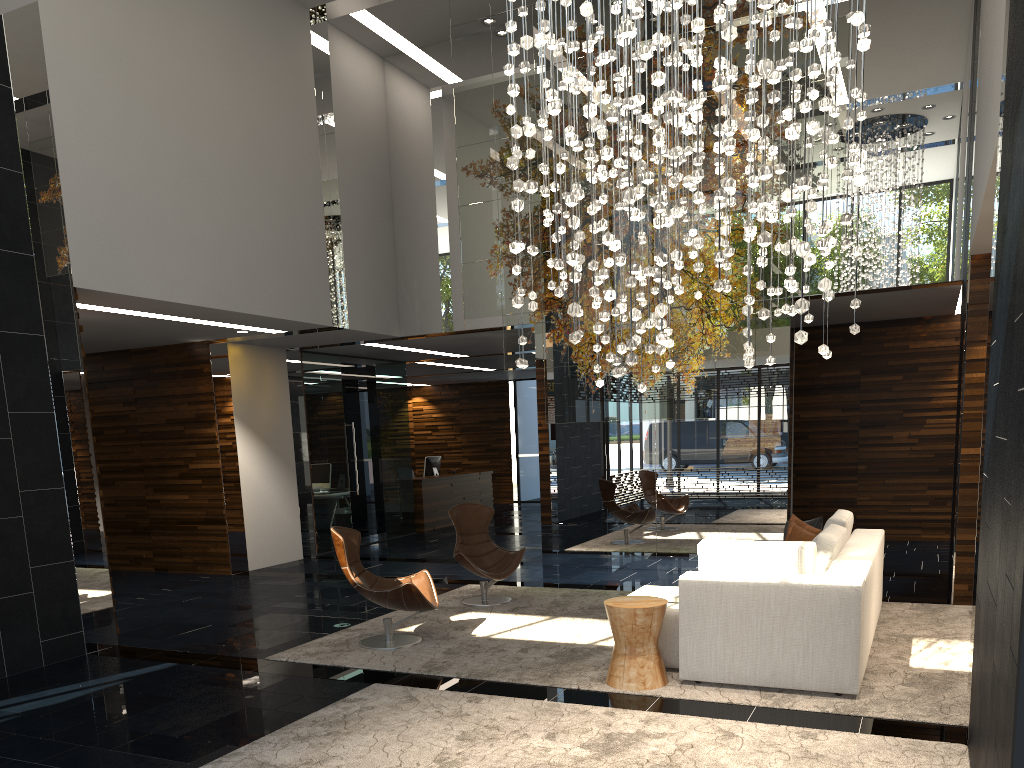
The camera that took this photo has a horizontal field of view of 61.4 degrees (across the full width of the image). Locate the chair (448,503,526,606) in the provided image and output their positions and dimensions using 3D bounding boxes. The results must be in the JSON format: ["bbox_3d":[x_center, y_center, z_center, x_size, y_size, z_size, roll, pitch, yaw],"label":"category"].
[{"bbox_3d":[-0.307,1.604,8.127,0.666,0.952,0.780,-6,6,-37],"label":"chair"}]

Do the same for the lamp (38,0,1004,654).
[{"bbox_3d":[-0.357,-46.520,1.757,394.855,116.672,397.380,0,-3,-39],"label":"lamp"}]

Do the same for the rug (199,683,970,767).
[{"bbox_3d":[0.151,1.805,3.848,3.420,0.006,2.297,-4,-4,25],"label":"rug"}]

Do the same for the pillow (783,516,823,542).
[{"bbox_3d":[2.376,1.276,7.093,0.254,0.423,0.546,-4,2,-17],"label":"pillow"}]

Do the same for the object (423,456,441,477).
[{"bbox_3d":[-1.453,1.589,15.992,0.188,0.503,0.474,3,6,31],"label":"object"}]

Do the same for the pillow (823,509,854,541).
[{"bbox_3d":[2.490,1.224,6.680,0.247,0.461,0.706,1,2,26],"label":"pillow"}]

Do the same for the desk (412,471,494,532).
[{"bbox_3d":[-1.324,2.138,15.993,0.879,0.907,2.628,-1,-1,26],"label":"desk"}]

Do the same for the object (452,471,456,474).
[{"bbox_3d":[-1.088,1.659,16.145,0.076,0.061,0.076,-4,2,-40],"label":"object"}]

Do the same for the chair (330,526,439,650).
[{"bbox_3d":[-0.961,1.540,6.595,0.787,0.953,0.659,-3,6,-7],"label":"chair"}]

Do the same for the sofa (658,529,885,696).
[{"bbox_3d":[1.975,1.525,6.326,1.292,0.696,2.802,-2,-2,26],"label":"sofa"}]

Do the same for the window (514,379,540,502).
[{"bbox_3d":[1.904,1.227,19.255,3.959,2.912,0.058,-2,9,25],"label":"window"}]

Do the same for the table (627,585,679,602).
[{"bbox_3d":[1.050,1.654,5.933,0.400,0.477,0.391,0,5,25],"label":"table"}]

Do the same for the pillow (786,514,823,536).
[{"bbox_3d":[2.304,1.264,6.890,0.243,0.439,0.540,-3,2,-9],"label":"pillow"}]

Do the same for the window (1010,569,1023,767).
[{"bbox_3d":[-2.330,-1.246,1.560,6.146,6.177,2.284,-1,8,25],"label":"window"}]

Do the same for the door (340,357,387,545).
[{"bbox_3d":[-2.200,1.025,13.034,0.101,2.917,0.848,3,10,26],"label":"door"}]

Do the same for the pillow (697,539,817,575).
[{"bbox_3d":[1.504,1.185,5.309,0.712,0.470,0.212,-2,7,26],"label":"pillow"}]

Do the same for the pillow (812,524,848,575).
[{"bbox_3d":[2.103,1.200,5.885,0.290,0.445,0.706,1,2,27],"label":"pillow"}]

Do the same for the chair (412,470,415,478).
[{"bbox_3d":[-1.770,2.092,16.223,0.679,1.085,0.666,2,7,32],"label":"chair"}]

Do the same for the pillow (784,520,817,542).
[{"bbox_3d":[2.198,1.282,6.701,0.268,0.421,0.510,-3,2,-4],"label":"pillow"}]

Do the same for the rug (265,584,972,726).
[{"bbox_3d":[1.512,1.909,6.546,5.907,0.006,3.159,-4,-4,25],"label":"rug"}]

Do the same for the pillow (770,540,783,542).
[{"bbox_3d":[2.507,1.410,7.355,0.624,0.155,0.235,-3,0,20],"label":"pillow"}]

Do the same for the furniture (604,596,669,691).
[{"bbox_3d":[0.773,1.604,5.359,0.389,0.534,0.386,-5,6,-29],"label":"furniture"}]
